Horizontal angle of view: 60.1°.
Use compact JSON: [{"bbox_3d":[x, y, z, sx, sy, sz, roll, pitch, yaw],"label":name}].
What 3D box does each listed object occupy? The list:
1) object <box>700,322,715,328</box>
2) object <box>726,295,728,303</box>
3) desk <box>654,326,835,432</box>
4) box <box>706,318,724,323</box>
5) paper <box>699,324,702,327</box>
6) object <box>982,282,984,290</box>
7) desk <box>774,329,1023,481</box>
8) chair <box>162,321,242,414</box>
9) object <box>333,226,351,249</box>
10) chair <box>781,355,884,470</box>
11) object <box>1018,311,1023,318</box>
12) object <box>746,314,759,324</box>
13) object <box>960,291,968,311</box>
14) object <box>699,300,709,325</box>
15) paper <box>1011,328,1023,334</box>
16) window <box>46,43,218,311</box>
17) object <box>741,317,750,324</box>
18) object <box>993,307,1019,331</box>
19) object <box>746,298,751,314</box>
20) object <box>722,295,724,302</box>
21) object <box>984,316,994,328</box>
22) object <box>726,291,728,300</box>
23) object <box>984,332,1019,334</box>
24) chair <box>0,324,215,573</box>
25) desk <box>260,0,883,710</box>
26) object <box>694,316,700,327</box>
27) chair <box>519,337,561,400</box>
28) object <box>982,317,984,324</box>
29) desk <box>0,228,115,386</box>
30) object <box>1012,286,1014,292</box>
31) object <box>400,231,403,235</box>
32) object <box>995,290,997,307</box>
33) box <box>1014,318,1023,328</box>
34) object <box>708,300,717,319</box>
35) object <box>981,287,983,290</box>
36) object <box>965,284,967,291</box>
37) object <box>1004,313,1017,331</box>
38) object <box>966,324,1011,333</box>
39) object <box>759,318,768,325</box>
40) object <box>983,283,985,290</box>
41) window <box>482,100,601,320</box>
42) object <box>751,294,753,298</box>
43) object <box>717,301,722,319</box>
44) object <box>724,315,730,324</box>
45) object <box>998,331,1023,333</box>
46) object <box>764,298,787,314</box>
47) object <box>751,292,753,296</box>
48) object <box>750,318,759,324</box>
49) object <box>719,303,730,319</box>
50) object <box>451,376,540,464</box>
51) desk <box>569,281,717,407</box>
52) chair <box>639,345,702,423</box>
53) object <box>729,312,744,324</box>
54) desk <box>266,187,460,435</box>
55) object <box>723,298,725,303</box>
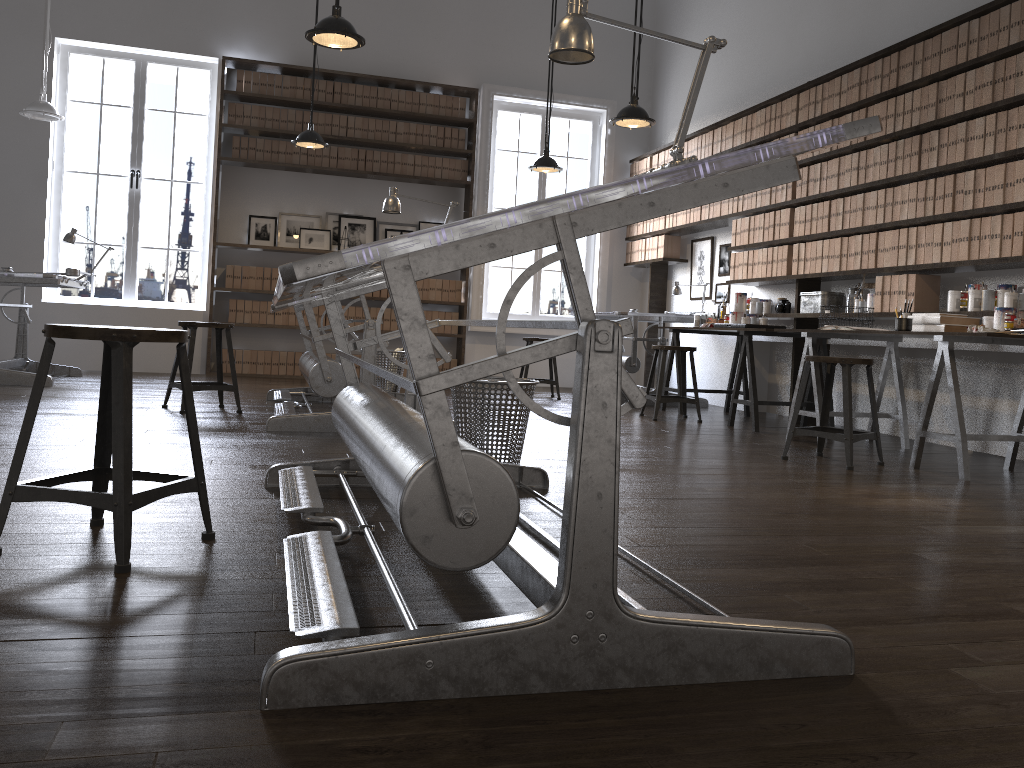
[{"bbox_3d":[1.507,-0.448,6.796,0.132,0.050,0.197,4,3,14],"label":"object"},{"bbox_3d":[1.677,-0.612,6.946,0.006,0.193,0.055,3,1,-17],"label":"object"},{"bbox_3d":[1.660,-0.059,6.423,0.655,0.669,1.672,3,3,-16],"label":"desk"},{"bbox_3d":[1.638,-0.474,6.985,0.137,0.083,0.212,2,3,-16],"label":"box"},{"bbox_3d":[1.493,-0.452,6.929,0.137,0.038,0.155,1,4,-30],"label":"paper"},{"bbox_3d":[2.543,-0.467,4.771,0.029,0.168,0.004,3,0,7],"label":"object"},{"bbox_3d":[2.129,0.065,4.722,0.655,0.669,1.672,3,3,-16],"label":"desk"},{"bbox_3d":[-1.805,-0.099,5.201,0.371,0.528,0.359,2,2,-37],"label":"chair"},{"bbox_3d":[-1.662,-1.420,8.680,0.174,0.260,0.040,3,1,-15],"label":"object"},{"bbox_3d":[1.592,0.131,4.353,0.358,0.528,0.372,2,2,-42],"label":"chair"},{"bbox_3d":[2.485,-0.293,4.369,0.094,0.128,0.095,3,2,-19],"label":"object"},{"bbox_3d":[1.829,-0.467,6.747,0.094,0.128,0.095,3,1,-12],"label":"object"},{"bbox_3d":[2.500,-0.452,4.901,0.044,0.127,0.045,3,1,-15],"label":"object"},{"bbox_3d":[1.541,-0.557,7.108,0.068,0.229,0.069,3,1,-19],"label":"object"},{"bbox_3d":[2.288,-0.241,4.042,0.137,0.038,0.155,3,3,-1],"label":"paper"},{"bbox_3d":[-3.552,-1.902,8.359,1.481,2.496,0.153,3,0,-15],"label":"window"},{"bbox_3d":[1.755,-0.453,6.662,0.062,0.094,0.062,4,1,25],"label":"object"},{"bbox_3d":[2.395,-0.299,4.294,0.104,0.141,0.105,3,1,-8],"label":"object"},{"bbox_3d":[1.916,-0.626,7.139,0.051,0.139,0.050,3,1,-18],"label":"object"},{"bbox_3d":[1.667,-0.607,6.964,0.008,0.186,0.071,3,1,-15],"label":"object"},{"bbox_3d":[2.377,-0.288,4.404,0.062,0.094,0.062,4,2,34],"label":"object"},{"bbox_3d":[1.684,-0.626,6.957,0.021,0.228,0.007,3,0,-4],"label":"object"},{"bbox_3d":[2.246,-0.234,4.058,0.156,0.006,0.006,3,2,5],"label":"object"},{"bbox_3d":[-0.940,0.130,2.088,0.358,0.528,0.372,3,1,13],"label":"chair"},{"bbox_3d":[-0.042,-0.268,2.239,1.076,1.385,2.073,3,2,-16],"label":"desk"},{"bbox_3d":[1.507,-0.501,7.172,0.068,0.104,0.068,3,1,-11],"label":"object"},{"bbox_3d":[0.235,-0.136,7.695,0.358,0.528,0.372,3,1,-7],"label":"chair"},{"bbox_3d":[2.405,-0.290,4.468,0.063,0.093,0.062,4,1,25],"label":"object"},{"bbox_3d":[-3.681,-0.623,6.696,1.170,1.188,1.271,3,2,-16],"label":"desk"},{"bbox_3d":[2.582,-0.437,4.554,0.029,0.135,0.004,3,0,-20],"label":"object"},{"bbox_3d":[-1.109,-1.400,8.847,0.124,0.260,0.040,3,0,-15],"label":"object"},{"bbox_3d":[2.582,-0.437,4.712,0.045,0.127,0.044,3,1,2],"label":"object"},{"bbox_3d":[2.445,-0.322,4.067,0.137,0.207,0.212,3,2,-15],"label":"box"},{"bbox_3d":[1.610,-0.559,7.127,0.068,0.237,0.069,3,1,-19],"label":"object"},{"bbox_3d":[2.551,-0.457,4.785,0.035,0.130,0.004,3,0,9],"label":"object"},{"bbox_3d":[2.544,-0.477,4.951,0.009,0.168,0.041,3,1,-12],"label":"object"},{"bbox_3d":[2.374,-0.282,4.220,0.049,0.112,0.050,3,1,-12],"label":"object"},{"bbox_3d":[2.233,-0.255,4.163,0.132,0.050,0.197,0,4,-45],"label":"object"},{"bbox_3d":[1.871,-0.443,6.589,0.062,0.094,0.062,4,2,34],"label":"object"},{"bbox_3d":[2.550,-0.467,4.765,0.036,0.149,0.005,3,0,8],"label":"object"},{"bbox_3d":[0.296,-1.761,9.299,1.244,2.308,0.153,3,0,-15],"label":"window"},{"bbox_3d":[1.937,-0.657,7.207,0.041,0.162,0.005,3,0,-23],"label":"object"},{"bbox_3d":[1.692,-0.552,7.150,0.068,0.229,0.069,3,1,-19],"label":"object"},{"bbox_3d":[1.658,-0.472,6.818,0.049,0.112,0.050,3,1,-19],"label":"object"},{"bbox_3d":[2.253,-0.236,4.055,0.172,0.017,0.011,6,3,43],"label":"object"},{"bbox_3d":[2.012,-0.575,6.728,0.107,0.161,0.236,4,3,40],"label":"object"},{"bbox_3d":[1.944,-0.656,7.215,0.033,0.184,0.005,3,0,-22],"label":"object"},{"bbox_3d":[1.812,-0.447,6.621,0.063,0.093,0.063,4,2,34],"label":"object"},{"bbox_3d":[1.805,-0.575,6.941,0.345,0.146,0.077,3,1,7],"label":"object"},{"bbox_3d":[-0.081,0.168,3.360,0.353,0.377,0.353,3,2,6],"label":"object"},{"bbox_3d":[1.208,-0.394,7.989,1.070,1.097,1.271,3,2,-16],"label":"desk"},{"bbox_3d":[1.135,-0.005,6.274,0.358,0.528,0.372,3,1,-7],"label":"chair"},{"bbox_3d":[1.714,-0.480,6.765,0.104,0.141,0.105,2,2,-23],"label":"object"},{"bbox_3d":[-0.933,-0.505,5.470,1.076,1.385,2.284,3,3,-16],"label":"desk"},{"bbox_3d":[1.660,-0.604,6.967,0.022,0.180,0.005,3,0,8],"label":"object"}]
